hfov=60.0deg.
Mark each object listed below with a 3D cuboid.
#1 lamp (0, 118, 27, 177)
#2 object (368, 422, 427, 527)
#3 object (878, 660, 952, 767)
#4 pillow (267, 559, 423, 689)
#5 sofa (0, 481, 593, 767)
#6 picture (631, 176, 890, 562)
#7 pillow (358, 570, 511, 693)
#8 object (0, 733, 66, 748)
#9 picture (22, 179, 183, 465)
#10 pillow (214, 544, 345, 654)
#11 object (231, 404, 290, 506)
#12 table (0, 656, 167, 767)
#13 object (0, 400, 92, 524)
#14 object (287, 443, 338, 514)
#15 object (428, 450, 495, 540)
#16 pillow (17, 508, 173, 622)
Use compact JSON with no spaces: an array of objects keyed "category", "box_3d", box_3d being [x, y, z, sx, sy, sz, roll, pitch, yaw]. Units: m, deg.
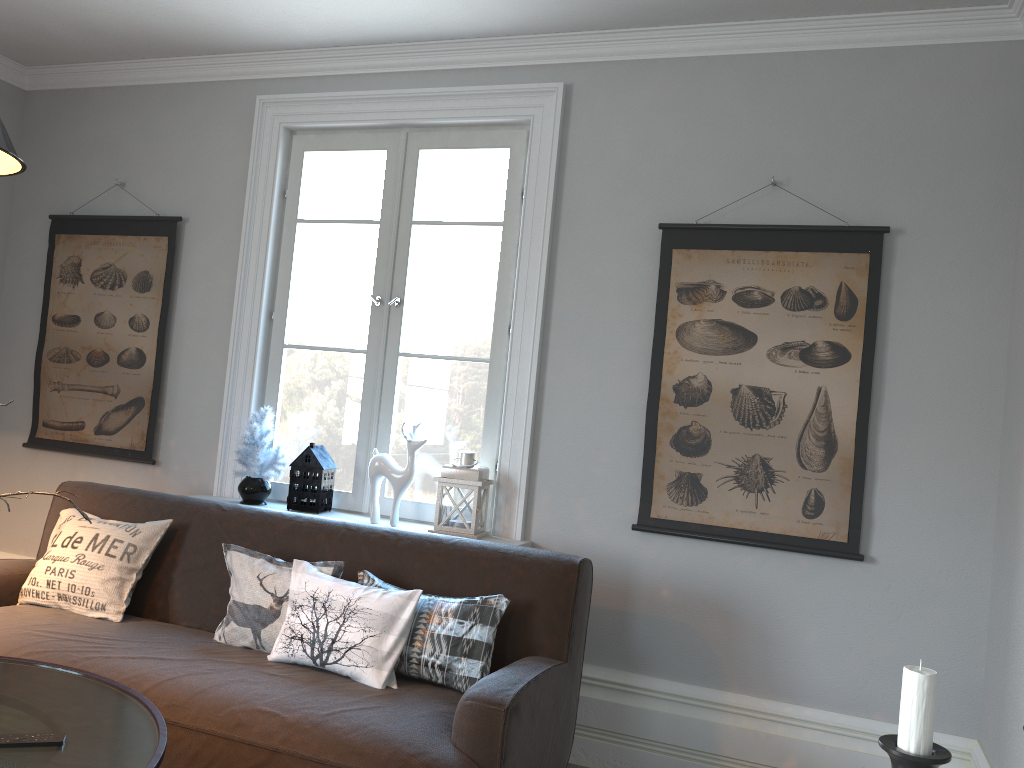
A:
[{"category":"lamp","box_3d":[-1.182,-1.010,1.753,0.504,1.076,0.504,6,-3,-22]},{"category":"object","box_3d":[-0.451,0.349,3.453,0.239,0.410,0.128,5,-3,17]},{"category":"object","box_3d":[0.355,0.403,0.794,0.083,0.311,0.082,6,-2,-2]},{"category":"pillow","box_3d":[-0.512,0.721,2.680,0.471,0.309,0.188,5,-2,21]},{"category":"sofa","box_3d":[-0.929,0.852,2.829,2.165,0.825,0.968,5,-2,20]},{"category":"picture","box_3d":[0.873,-0.087,3.140,0.793,1.313,0.057,5,-3,20]},{"category":"pillow","box_3d":[-0.287,0.756,2.715,0.542,0.288,0.183,5,-2,22]},{"category":"object","box_3d":[-1.023,0.723,1.800,0.207,0.011,0.051,6,-2,-20]},{"category":"picture","box_3d":[-1.921,-0.316,4.174,0.793,1.313,0.057,5,-3,20]},{"category":"pillow","box_3d":[-0.760,0.713,2.851,0.472,0.348,0.159,5,-2,18]},{"category":"object","box_3d":[-1.075,0.293,3.761,0.247,0.424,0.263,7,-3,-34]},{"category":"table","box_3d":[-1.371,0.941,1.672,1.300,0.503,1.299,5,-2,13]},{"category":"object","box_3d":[-1.221,0.168,1.608,0.853,1.066,0.525,6,-2,-9]},{"category":"object","box_3d":[-0.824,0.385,3.671,0.155,0.285,0.155,5,-2,10]},{"category":"object","box_3d":[-0.186,0.417,3.413,0.193,0.322,0.193,5,-2,14]},{"category":"pillow","box_3d":[-1.501,0.641,3.169,0.519,0.369,0.240,5,-2,20]}]
